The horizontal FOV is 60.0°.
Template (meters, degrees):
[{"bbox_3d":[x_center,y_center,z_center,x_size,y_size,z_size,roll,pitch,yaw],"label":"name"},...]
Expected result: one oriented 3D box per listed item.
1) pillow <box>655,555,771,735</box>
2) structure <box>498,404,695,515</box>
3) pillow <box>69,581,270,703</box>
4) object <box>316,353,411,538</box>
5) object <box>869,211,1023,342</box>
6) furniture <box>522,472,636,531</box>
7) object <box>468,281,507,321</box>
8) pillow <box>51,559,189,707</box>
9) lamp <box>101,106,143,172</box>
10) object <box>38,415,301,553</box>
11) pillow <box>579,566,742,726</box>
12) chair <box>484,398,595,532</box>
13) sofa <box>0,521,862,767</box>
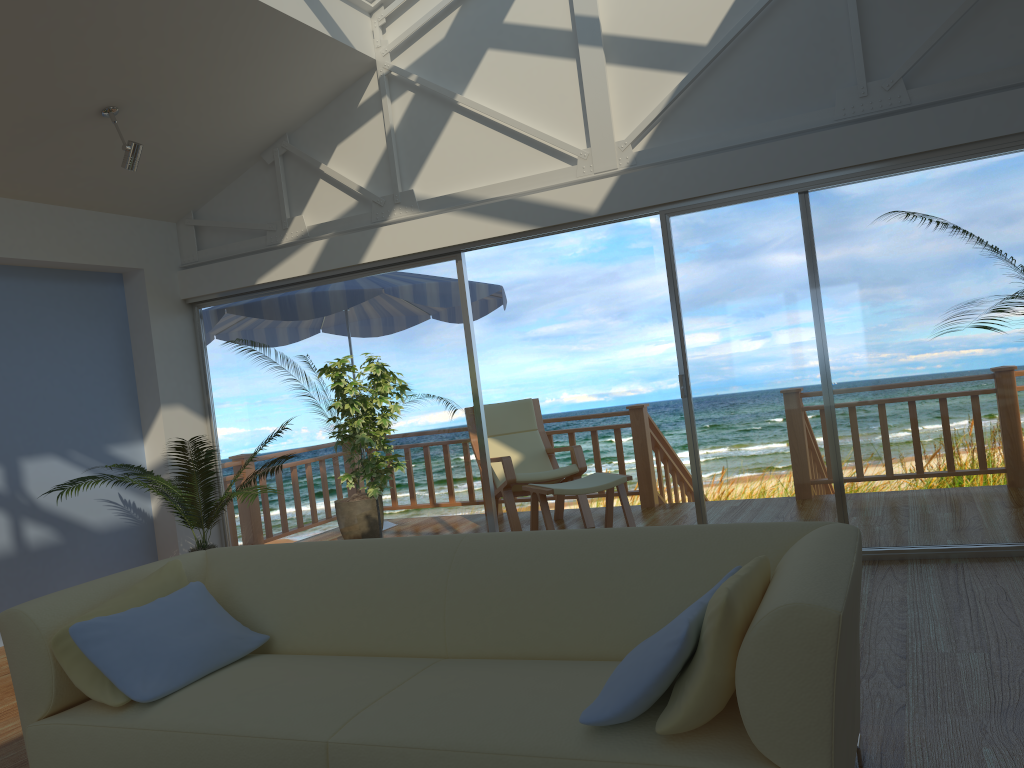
[{"bbox_3d":[0.475,0.569,2.062,0.201,0.311,0.559,-7,0,25],"label":"pillow"},{"bbox_3d":[1.714,0.971,7.014,6.950,2.064,4.086,-7,0,24],"label":"structure"},{"bbox_3d":[-1.043,0.791,2.774,0.272,0.244,0.566,-7,0,22],"label":"pillow"},{"bbox_3d":[-0.781,0.517,5.088,0.495,1.409,0.699,-7,0,-2],"label":"object"},{"bbox_3d":[2.381,-0.010,3.298,1.706,1.695,1.563,-7,0,16],"label":"object"},{"bbox_3d":[0.457,0.855,5.957,0.619,0.427,0.449,-7,0,-21],"label":"furniture"},{"bbox_3d":[-1.353,0.107,7.738,2.775,2.341,2.775,-7,0,-43],"label":"object"},{"bbox_3d":[-1.138,0.765,2.806,0.275,0.312,0.571,-7,0,22],"label":"pillow"},{"bbox_3d":[-2.123,-1.340,4.858,0.194,0.353,0.125,-7,0,7],"label":"lamp"},{"bbox_3d":[-1.907,0.815,5.275,1.413,1.093,1.488,-7,0,7],"label":"object"},{"bbox_3d":[0.372,0.619,2.124,0.272,0.244,0.566,-7,0,27],"label":"pillow"},{"bbox_3d":[0.109,0.616,6.797,0.632,0.982,0.859,-7,0,-21],"label":"chair"},{"bbox_3d":[-0.271,0.814,2.571,2.448,0.597,0.950,-7,0,24],"label":"sofa"}]
